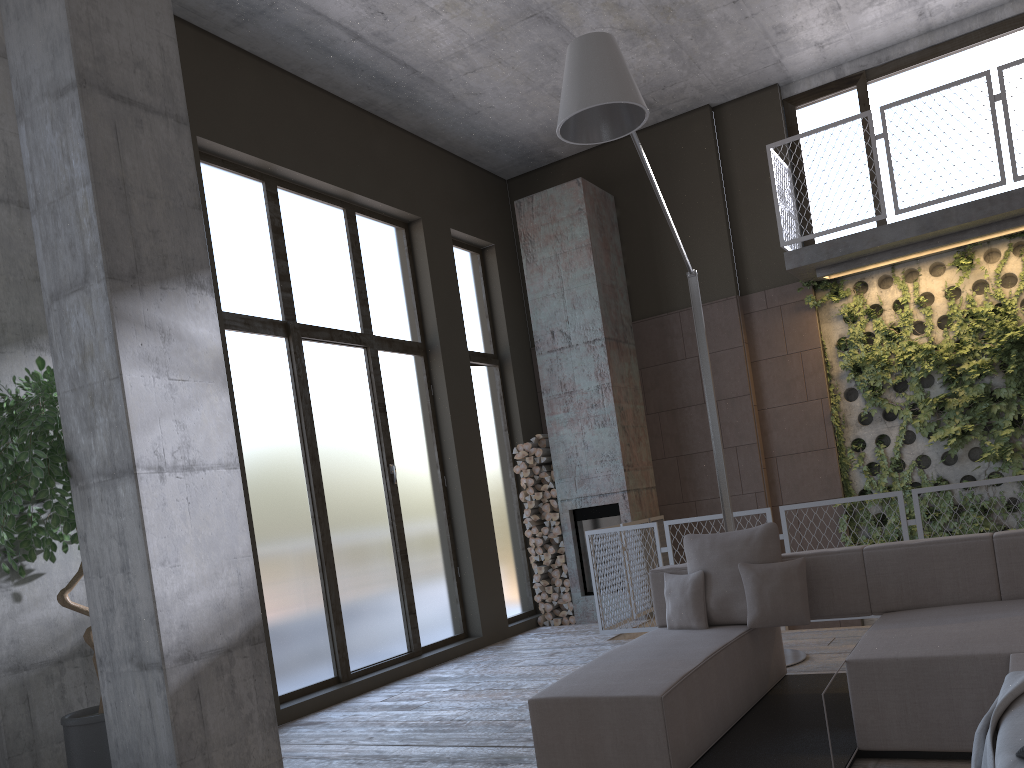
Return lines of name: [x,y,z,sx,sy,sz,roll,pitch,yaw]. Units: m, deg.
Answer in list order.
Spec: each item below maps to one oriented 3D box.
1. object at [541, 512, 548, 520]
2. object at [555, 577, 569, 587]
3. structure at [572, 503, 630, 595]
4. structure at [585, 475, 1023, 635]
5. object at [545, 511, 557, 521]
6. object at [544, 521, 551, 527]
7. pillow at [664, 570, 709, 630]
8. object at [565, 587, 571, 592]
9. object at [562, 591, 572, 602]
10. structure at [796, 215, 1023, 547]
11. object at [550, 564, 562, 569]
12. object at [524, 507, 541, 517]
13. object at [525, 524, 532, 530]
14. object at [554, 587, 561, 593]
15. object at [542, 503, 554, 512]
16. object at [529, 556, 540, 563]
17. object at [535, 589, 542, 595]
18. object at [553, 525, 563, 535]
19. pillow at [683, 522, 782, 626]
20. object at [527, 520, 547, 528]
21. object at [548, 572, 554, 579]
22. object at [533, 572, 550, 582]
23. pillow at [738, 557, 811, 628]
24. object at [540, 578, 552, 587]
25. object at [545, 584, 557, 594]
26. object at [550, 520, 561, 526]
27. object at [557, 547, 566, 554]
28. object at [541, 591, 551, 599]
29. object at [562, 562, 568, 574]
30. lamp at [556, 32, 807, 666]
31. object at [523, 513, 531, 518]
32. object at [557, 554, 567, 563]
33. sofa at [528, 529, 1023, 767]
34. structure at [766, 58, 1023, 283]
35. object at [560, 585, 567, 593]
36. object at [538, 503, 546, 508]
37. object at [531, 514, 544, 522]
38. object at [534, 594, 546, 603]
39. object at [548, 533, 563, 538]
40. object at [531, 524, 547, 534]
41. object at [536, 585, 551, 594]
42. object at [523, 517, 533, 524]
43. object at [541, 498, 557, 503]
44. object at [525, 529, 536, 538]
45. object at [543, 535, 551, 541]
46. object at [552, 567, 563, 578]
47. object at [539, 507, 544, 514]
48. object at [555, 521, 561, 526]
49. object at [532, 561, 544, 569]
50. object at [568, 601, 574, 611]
object: [0.451,1.432,9.633,0.102,0.086,0.362,-11,-8,30]
object: [0.610,2.136,9.572,0.093,0.093,0.436,-11,-8,30]
structure: [0.966,1.732,9.185,0.582,0.923,0.056,-10,-1,30]
structure: [3.086,1.392,7.554,4.482,0.929,1.922,-13,-8,30]
object: [0.507,1.430,9.570,0.093,0.093,0.436,-11,-8,30]
object: [0.483,1.516,9.584,0.068,0.067,0.422,-11,-8,30]
pillow: [1.009,1.278,5.117,0.150,0.374,0.374,-8,-4,-27]
object: [0.644,2.194,9.426,0.063,0.047,0.250,-11,-8,28]
object: [0.648,2.269,9.430,0.102,0.102,0.292,-11,-8,29]
structure: [4.165,0.308,8.023,2.657,3.804,0.997,-10,-1,30]
object: [0.538,1.967,9.548,0.090,0.056,0.331,-12,-9,30]
object: [0.290,1.400,9.666,0.092,0.089,0.454,-11,-8,31]
object: [0.290,1.567,9.696,0.067,0.084,0.424,-10,-8,32]
object: [0.587,2.222,9.585,0.068,0.067,0.422,-11,-8,30]
object: [0.435,1.333,9.518,0.099,0.106,0.293,-10,-8,29]
object: [0.333,1.916,9.731,0.080,0.106,0.435,-10,-8,29]
object: [0.394,2.273,9.697,0.067,0.084,0.424,-10,-8,32]
object: [0.545,1.563,9.429,0.102,0.102,0.292,-11,-8,29]
pillow: [1.257,1.094,4.994,0.570,0.555,0.219,-11,-2,32]
object: [0.295,1.518,9.593,0.072,0.072,0.422,-11,-8,30]
object: [0.514,2.094,9.693,0.105,0.101,0.291,-11,-8,30]
object: [0.393,2.107,9.667,0.092,0.089,0.454,-11,-8,31]
pillow: [1.439,1.139,4.772,0.377,0.371,0.169,-9,-1,4]
object: [0.465,2.170,9.677,0.116,0.079,0.434,-12,-9,30]
object: [0.520,2.228,9.622,0.094,0.083,0.478,-11,-8,30]
object: [0.552,1.498,9.543,0.068,0.066,0.422,-11,-8,30]
object: [0.639,1.794,9.543,0.116,0.079,0.434,-11,-9,29]
object: [0.466,2.298,9.682,0.092,0.089,0.454,-11,-8,30]
object: [0.660,1.975,9.479,0.064,0.124,0.363,-9,-7,31]
lamp: [1.110,0.143,5.189,0.761,3.407,2.627,-8,-3,17]
object: [0.257,1.433,9.722,0.068,0.070,0.422,-11,-8,30]
object: [0.645,1.870,9.519,0.094,0.083,0.478,-11,-8,30]
sofa: [1.564,1.160,3.603,3.034,0.780,3.005,-13,-9,30]
structure: [4.019,-0.435,6.759,3.726,4.294,3.021,-10,-3,30]
object: [0.655,2.204,9.544,0.068,0.066,0.422,-11,-8,30]
object: [0.402,1.313,9.600,0.065,0.074,0.358,-11,-8,31]
object: [0.361,1.464,9.676,0.116,0.079,0.434,-12,-9,30]
object: [0.394,2.345,9.722,0.093,0.091,0.436,-11,-8,30]
object: [0.528,1.630,9.550,0.123,0.067,0.362,-12,-9,31]
object: [0.362,1.592,9.680,0.092,0.089,0.454,-11,-8,30]
object: [0.398,2.224,9.594,0.072,0.072,0.422,-11,-8,30]
object: [0.261,1.497,9.693,0.123,0.067,0.363,-12,-9,28]
object: [0.435,1.261,9.547,0.090,0.056,0.331,-12,-9,30]
object: [0.291,1.638,9.721,0.093,0.091,0.436,-11,-8,30]
object: [0.445,1.664,9.606,0.065,0.074,0.359,-10,-8,28]
object: [0.538,2.039,9.519,0.099,0.106,0.293,-10,-8,29]
object: [0.411,1.388,9.691,0.105,0.101,0.291,-11,-8,30]
object: [0.540,1.487,9.425,0.063,0.047,0.250,-11,-8,28]
object: [0.342,2.019,9.747,0.071,0.117,0.363,-10,-7,29]
object: [0.718,2.371,9.480,0.064,0.124,0.363,-9,-7,31]
